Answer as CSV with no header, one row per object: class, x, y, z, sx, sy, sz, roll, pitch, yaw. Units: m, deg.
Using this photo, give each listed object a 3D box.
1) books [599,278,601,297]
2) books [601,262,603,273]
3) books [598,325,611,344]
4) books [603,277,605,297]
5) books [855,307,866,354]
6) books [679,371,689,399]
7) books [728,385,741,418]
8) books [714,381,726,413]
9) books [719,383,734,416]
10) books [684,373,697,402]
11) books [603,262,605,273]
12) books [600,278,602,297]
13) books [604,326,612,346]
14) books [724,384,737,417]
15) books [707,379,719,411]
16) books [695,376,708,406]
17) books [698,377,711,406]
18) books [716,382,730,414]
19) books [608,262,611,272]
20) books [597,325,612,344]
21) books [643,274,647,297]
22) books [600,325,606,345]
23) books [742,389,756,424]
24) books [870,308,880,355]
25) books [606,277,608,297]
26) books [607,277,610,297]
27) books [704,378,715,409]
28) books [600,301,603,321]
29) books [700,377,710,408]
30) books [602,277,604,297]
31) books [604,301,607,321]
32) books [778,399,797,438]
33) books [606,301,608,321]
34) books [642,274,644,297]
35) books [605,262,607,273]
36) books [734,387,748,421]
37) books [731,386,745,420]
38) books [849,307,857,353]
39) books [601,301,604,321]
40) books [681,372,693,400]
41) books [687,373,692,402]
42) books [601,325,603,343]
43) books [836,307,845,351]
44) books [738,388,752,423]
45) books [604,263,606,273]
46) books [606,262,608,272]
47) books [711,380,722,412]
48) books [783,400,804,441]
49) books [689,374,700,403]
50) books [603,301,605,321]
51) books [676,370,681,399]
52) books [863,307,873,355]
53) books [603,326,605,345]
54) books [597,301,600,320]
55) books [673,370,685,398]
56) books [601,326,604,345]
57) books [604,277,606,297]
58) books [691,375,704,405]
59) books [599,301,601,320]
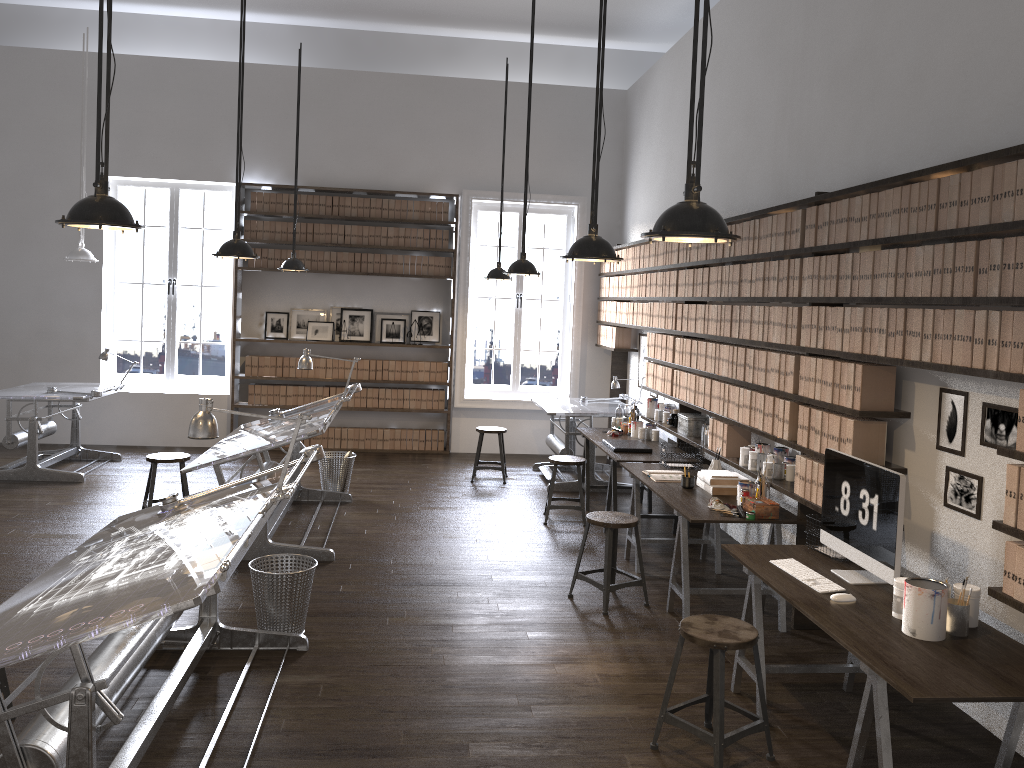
books,1.113,-1.123,10.324,0.174,0.225,0.067,2,3,-7
books,1.126,-1.393,10.249,0.174,0.225,0.067,2,3,-7
books,1.093,-0.568,10.285,0.174,0.225,0.067,2,3,-7
books,1.135,-1.103,10.119,0.174,0.225,0.067,2,3,-7
books,1.769,-0.257,4.302,0.174,0.225,0.067,2,3,-7
books,1.441,0.014,7.122,0.174,0.225,0.067,2,3,-7
books,1.565,0.122,6.015,0.174,0.225,0.067,2,3,-6
books,1.531,0.095,6.291,0.174,0.225,0.067,2,3,-7
books,1.542,0.108,6.156,0.174,0.225,0.067,2,3,-7
books,1.451,0.027,6.983,0.174,0.225,0.067,2,3,-6
books,1.137,-1.386,10.178,0.174,0.225,0.067,2,3,-7
books,1.117,-1.116,10.254,0.174,0.225,0.067,2,3,-6
books,1.133,-0.534,9.940,0.174,0.225,0.067,2,3,-7
books,1.553,0.115,6.084,0.174,0.225,0.067,2,3,-7
books,1.513,0.081,6.429,0.174,0.225,0.067,2,3,-7
books,1.486,0.053,6.715,0.174,0.225,0.067,2,3,-7
books,1.494,0.060,6.645,0.174,0.225,0.067,2,3,-7
books,1.534,0.101,6.228,0.174,0.225,0.067,2,3,-6
books,1.169,-1.358,9.897,0.174,0.225,0.067,2,3,-6
books,1.090,-0.575,10.360,0.174,0.225,0.067,2,3,-6
books,1.332,-0.920,8.319,0.174,0.225,0.067,2,3,-7
books,1.106,-0.561,10.212,0.174,0.225,0.067,2,3,-6
books,1.593,0.149,5.742,0.174,0.225,0.067,2,3,-6
books,1.790,-0.243,4.165,0.174,0.225,0.067,2,3,-6
books,1.151,-1.090,9.986,0.174,0.225,0.067,2,3,-7
books,1.159,-1.083,9.916,0.174,0.225,0.067,2,3,-7
books,1.510,0.074,6.504,0.174,0.225,0.067,2,3,-6
books,1.116,-0.838,10.217,0.174,0.225,0.067,2,3,-6
books,1.497,0.067,6.574,0.174,0.225,0.067,2,3,-6
books,1.127,-1.109,10.182,0.174,0.225,0.067,2,3,-7
books,1.135,-0.817,10.001,0.174,0.225,0.067,2,3,-6
books,1.653,0.205,5.174,0.174,0.225,0.067,2,3,-6
books,1.148,-0.810,9.928,0.174,0.225,0.067,2,3,-7
books,1.329,-0.927,8.394,0.174,0.225,0.067,2,3,-6
books,1.155,-1.372,10.039,0.174,0.225,0.067,2,3,-6
books,1.574,0.136,5.876,0.174,0.225,0.067,2,3,-7
books,1.571,0.129,5.946,0.174,0.225,0.067,2,3,-6
books,1.766,-0.263,4.369,0.174,0.225,0.067,2,3,-6
books,1.119,-0.832,10.146,0.174,0.225,0.067,2,3,-7
books,1.447,0.020,7.053,0.174,0.225,0.067,2,3,-7
books,1.461,0.034,6.911,0.174,0.225,0.067,2,3,-7
books,1.111,-0.554,10.147,0.174,0.225,0.067,2,3,-7
books,1.748,-0.277,4.503,0.174,0.225,0.067,2,3,-7
books,1.584,0.143,5.804,0.174,0.225,0.067,2,3,-6
books,1.149,-1.379,10.109,0.174,0.225,0.067,2,3,-6
books,1.159,-1.365,9.969,0.174,0.225,0.067,2,3,-7
books,1.526,0.089,6.356,0.174,0.225,0.067,2,3,-6
books,1.663,0.212,5.097,0.174,0.225,0.067,2,3,-7
books,1.470,0.040,6.849,0.174,0.225,0.067,2,3,-7
books,1.132,-0.825,10.076,0.174,0.225,0.067,2,3,-7
books,1.430,0.007,7.191,0.174,0.225,0.067,2,3,-6
books,1.782,-0.250,4.236,0.174,0.225,0.067,2,3,-6
books,1.122,-0.541,10.012,0.174,0.225,0.067,2,3,-7
books,1.094,-0.852,10.353,0.174,0.225,0.067,2,3,-7
books,1.418,-0.001,7.263,0.174,0.225,0.067,2,3,-6
books,1.114,-0.548,10.084,0.174,0.225,0.067,2,3,-6
books,1.138,-1.096,10.053,0.174,0.225,0.067,2,3,-6
books,1.472,0.047,6.782,0.174,0.225,0.067,2,3,-6
books,1.108,-0.845,10.287,0.174,0.225,0.067,2,3,-6
